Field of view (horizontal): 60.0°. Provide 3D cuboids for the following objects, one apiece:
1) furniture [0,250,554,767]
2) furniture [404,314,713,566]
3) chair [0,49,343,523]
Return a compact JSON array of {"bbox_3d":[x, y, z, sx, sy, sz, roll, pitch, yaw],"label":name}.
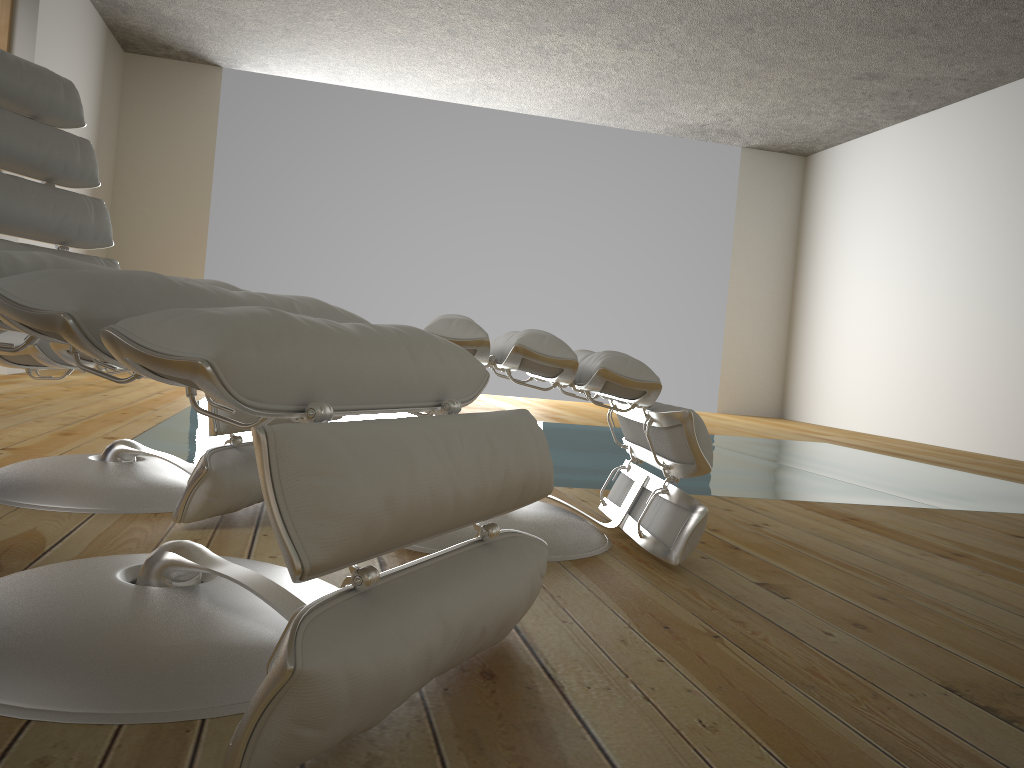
[{"bbox_3d":[-0.345,0.087,1.057,0.686,0.439,0.569,6,1,23],"label":"furniture"},{"bbox_3d":[0.021,0.092,1.870,0.686,0.439,0.570,5,1,-6],"label":"furniture"},{"bbox_3d":[-0.848,-0.256,1.942,0.914,0.968,0.569,5,1,12],"label":"chair"}]
